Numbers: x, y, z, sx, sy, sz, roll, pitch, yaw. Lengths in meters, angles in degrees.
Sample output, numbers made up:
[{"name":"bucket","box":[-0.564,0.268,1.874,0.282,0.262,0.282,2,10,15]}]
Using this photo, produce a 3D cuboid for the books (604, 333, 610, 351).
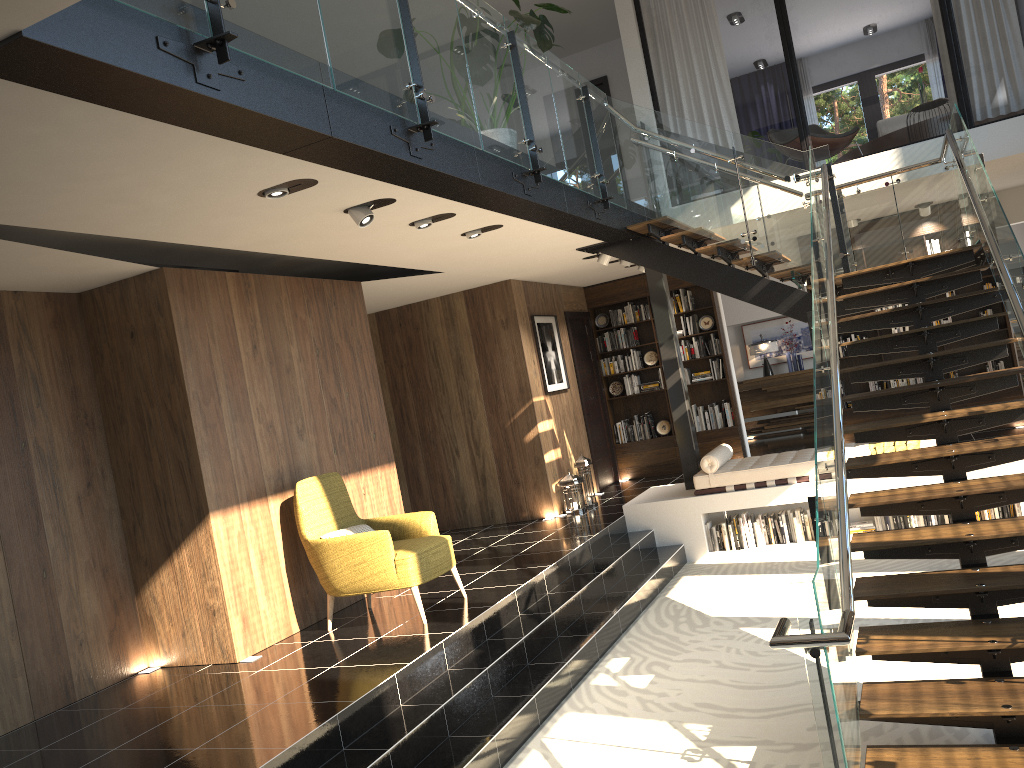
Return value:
[{"name":"books","box":[1.329,-0.574,12.116,0.035,0.255,0.183,-11,0,24]}]

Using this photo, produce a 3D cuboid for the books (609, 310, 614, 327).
[{"name":"books","box":[1.387,-0.893,12.093,0.017,0.234,0.199,-11,0,24]}]

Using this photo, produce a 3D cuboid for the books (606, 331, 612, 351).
[{"name":"books","box":[1.352,-0.584,12.102,0.022,0.267,0.197,-11,0,24]}]

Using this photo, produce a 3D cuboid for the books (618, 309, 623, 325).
[{"name":"books","box":[1.483,-0.903,12.045,0.059,0.216,0.159,-11,0,24]}]

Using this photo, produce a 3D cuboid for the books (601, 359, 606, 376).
[{"name":"books","box":[1.278,-0.227,12.199,0.030,0.224,0.165,-11,0,24]}]

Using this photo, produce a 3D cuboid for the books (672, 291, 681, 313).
[{"name":"books","box":[2.178,-1.082,11.703,0.015,0.303,0.251,-11,0,24]}]

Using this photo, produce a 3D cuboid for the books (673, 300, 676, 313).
[{"name":"books","box":[2.186,-1.025,11.751,0.029,0.190,0.177,-11,0,24]}]

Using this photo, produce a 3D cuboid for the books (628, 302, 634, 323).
[{"name":"books","box":[1.620,-0.961,11.941,0.012,0.278,0.227,-11,0,24]}]

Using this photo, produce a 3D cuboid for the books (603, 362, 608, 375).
[{"name":"books","box":[1.312,-0.218,12.178,0.045,0.192,0.164,-11,0,24]}]

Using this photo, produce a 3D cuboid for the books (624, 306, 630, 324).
[{"name":"books","box":[1.583,-0.930,11.974,0.039,0.230,0.205,-11,0,24]}]

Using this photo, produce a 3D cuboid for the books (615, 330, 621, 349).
[{"name":"books","box":[1.458,-0.603,12.047,0.019,0.264,0.174,-11,0,24]}]

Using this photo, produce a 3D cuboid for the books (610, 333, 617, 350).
[{"name":"books","box":[1.400,-0.582,12.065,0.039,0.243,0.179,-11,0,24]}]

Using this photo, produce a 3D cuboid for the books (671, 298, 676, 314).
[{"name":"books","box":[2.152,-1.035,11.767,0.042,0.223,0.163,-11,0,24]}]

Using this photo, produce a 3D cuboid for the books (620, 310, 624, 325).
[{"name":"books","box":[1.519,-0.908,12.036,0.014,0.212,0.184,-11,0,24]}]

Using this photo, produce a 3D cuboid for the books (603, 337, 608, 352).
[{"name":"books","box":[1.308,-0.544,12.130,0.025,0.204,0.191,-11,0,24]}]

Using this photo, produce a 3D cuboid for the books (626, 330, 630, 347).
[{"name":"books","box":[1.595,-0.617,12.021,0.028,0.240,0.148,-11,0,24]}]

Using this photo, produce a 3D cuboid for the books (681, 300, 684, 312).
[{"name":"books","box":[2.275,-1.046,11.697,0.021,0.197,0.200,-11,0,24]}]

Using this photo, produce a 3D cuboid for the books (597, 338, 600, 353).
[{"name":"books","box":[1.216,-0.531,12.198,0.023,0.215,0.147,-11,0,24]}]

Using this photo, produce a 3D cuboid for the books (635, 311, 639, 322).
[{"name":"books","box":[1.714,-0.913,11.966,0.040,0.149,0.125,-11,0,24]}]

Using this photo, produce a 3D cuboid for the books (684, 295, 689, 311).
[{"name":"books","box":[2.324,-1.066,11.701,0.037,0.218,0.144,-11,0,24]}]

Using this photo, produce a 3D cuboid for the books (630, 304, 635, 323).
[{"name":"books","box":[1.647,-0.950,11.957,0.020,0.245,0.228,-11,0,24]}]

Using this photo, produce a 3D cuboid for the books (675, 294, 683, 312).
[{"name":"books","box":[2.236,-1.064,11.725,0.064,0.247,0.209,-11,0,24]}]

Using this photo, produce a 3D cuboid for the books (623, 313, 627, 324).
[{"name":"books","box":[1.564,-0.888,12.005,0.035,0.156,0.186,-11,0,24]}]

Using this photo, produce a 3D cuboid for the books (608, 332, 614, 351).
[{"name":"books","box":[1.376,-0.586,12.096,0.027,0.260,0.180,-11,0,24]}]

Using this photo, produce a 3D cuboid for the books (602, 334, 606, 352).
[{"name":"books","box":[1.273,-0.562,12.172,0.066,0.255,0.127,-11,0,24]}]

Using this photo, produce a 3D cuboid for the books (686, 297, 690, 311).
[{"name":"books","box":[2.345,-1.054,11.664,0.027,0.186,0.219,-11,0,24]}]

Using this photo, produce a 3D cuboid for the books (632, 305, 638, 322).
[{"name":"books","box":[1.670,-0.949,11.958,0.020,0.235,0.206,-11,0,24]}]

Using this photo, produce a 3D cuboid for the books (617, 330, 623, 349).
[{"name":"books","box":[1.492,-0.605,12.060,0.032,0.255,0.159,-11,0,24]}]

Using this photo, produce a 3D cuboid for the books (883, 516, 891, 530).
[{"name":"books","box":[3.487,1.222,8.261,0.043,0.316,0.209,-11,0,24]}]

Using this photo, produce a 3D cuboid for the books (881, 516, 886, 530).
[{"name":"books","box":[3.476,1.270,8.301,0.027,0.226,0.165,-11,0,24]}]

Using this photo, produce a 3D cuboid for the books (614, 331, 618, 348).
[{"name":"books","box":[1.449,-0.597,12.072,0.018,0.256,0.172,-11,0,24]}]

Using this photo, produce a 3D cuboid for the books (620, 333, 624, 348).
[{"name":"books","box":[1.519,-0.593,12.046,0.024,0.220,0.123,-11,0,24]}]

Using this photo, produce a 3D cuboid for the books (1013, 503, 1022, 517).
[{"name":"books","box":[4.443,1.063,7.811,0.037,0.264,0.271,-11,0,24]}]

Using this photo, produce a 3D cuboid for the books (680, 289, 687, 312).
[{"name":"books","box":[2.267,-1.098,11.656,0.017,0.302,0.266,-11,0,24]}]

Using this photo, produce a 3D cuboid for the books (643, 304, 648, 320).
[{"name":"books","box":[1.808,-0.964,11.886,0.039,0.212,0.171,-11,0,24]}]

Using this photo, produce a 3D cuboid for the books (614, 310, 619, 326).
[{"name":"books","box":[1.442,-0.898,12.056,0.026,0.222,0.202,-11,0,24]}]

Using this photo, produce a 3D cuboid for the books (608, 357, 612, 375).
[{"name":"books","box":[1.363,-0.247,12.173,0.018,0.232,0.123,-11,0,24]}]

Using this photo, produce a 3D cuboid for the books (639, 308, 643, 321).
[{"name":"books","box":[1.752,-0.933,11.900,0.029,0.172,0.187,-11,0,24]}]

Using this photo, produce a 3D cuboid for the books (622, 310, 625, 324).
[{"name":"books","box":[1.544,-0.908,12.043,0.025,0.203,0.156,-11,0,24]}]

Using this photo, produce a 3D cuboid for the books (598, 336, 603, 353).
[{"name":"books","box":[1.227,-0.542,12.172,0.023,0.231,0.143,-11,0,24]}]

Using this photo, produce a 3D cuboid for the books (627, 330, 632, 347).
[{"name":"books","box":[1.610,-0.615,12.001,0.014,0.230,0.172,-11,0,24]}]

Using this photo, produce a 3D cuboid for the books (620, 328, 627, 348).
[{"name":"books","box":[1.533,-0.622,12.021,0.033,0.273,0.189,-11,0,24]}]

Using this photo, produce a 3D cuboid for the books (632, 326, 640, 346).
[{"name":"books","box":[1.677,-0.647,11.980,0.035,0.266,0.133,-11,0,24]}]

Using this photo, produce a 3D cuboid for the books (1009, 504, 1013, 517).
[{"name":"books","box":[4.419,1.056,7.862,0.043,0.287,0.147,-11,0,24]}]

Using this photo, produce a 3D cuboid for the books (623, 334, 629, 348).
[{"name":"books","box":[1.562,-0.585,11.999,0.025,0.188,0.181,-11,0,24]}]

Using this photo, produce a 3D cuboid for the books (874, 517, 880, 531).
[{"name":"books","box":[3.427,1.261,8.335,0.026,0.263,0.156,-11,0,24]}]

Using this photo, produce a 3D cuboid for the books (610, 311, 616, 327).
[{"name":"books","box":[1.392,-0.886,12.051,0.024,0.216,0.210,-11,0,24]}]

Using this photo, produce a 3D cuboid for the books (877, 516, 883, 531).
[{"name":"books","box":[3.439,1.253,8.298,0.030,0.273,0.168,-11,0,24]}]

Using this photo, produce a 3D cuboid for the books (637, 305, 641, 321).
[{"name":"books","box":[1.735,-0.952,11.942,0.030,0.217,0.165,-11,0,24]}]

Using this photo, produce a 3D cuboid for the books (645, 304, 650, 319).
[{"name":"books","box":[1.832,-0.964,11.860,0.023,0.202,0.201,-11,0,24]}]

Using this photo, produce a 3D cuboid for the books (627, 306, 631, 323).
[{"name":"books","box":[1.606,-0.939,11.950,0.025,0.239,0.219,-11,0,24]}]

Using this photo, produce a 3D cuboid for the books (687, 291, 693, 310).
[{"name":"books","box":[2.347,-1.093,11.636,0.013,0.262,0.217,-11,0,24]}]

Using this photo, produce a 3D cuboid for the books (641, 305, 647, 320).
[{"name":"books","box":[1.782,-0.959,11.906,0.027,0.212,0.180,-11,0,24]}]

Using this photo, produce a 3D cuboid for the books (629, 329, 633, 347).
[{"name":"books","box":[1.628,-0.625,11.998,0.024,0.242,0.144,-11,0,24]}]

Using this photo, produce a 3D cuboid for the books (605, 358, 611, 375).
[{"name":"books","box":[1.326,-0.242,12.138,0.022,0.235,0.194,-11,0,24]}]

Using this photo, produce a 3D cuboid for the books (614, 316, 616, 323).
[{"name":"books","box":[1.433,-0.875,12.084,0.020,0.180,0.153,-11,0,24]}]

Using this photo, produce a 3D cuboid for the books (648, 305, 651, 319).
[{"name":"books","box":[1.867,-0.966,11.881,0.024,0.194,0.182,-11,0,24]}]

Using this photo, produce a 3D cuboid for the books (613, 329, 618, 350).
[{"name":"books","box":[1.432,-0.610,12.081,0.015,0.287,0.154,-11,0,24]}]

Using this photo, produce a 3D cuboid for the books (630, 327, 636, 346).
[{"name":"books","box":[1.650,-0.639,11.992,0.026,0.263,0.147,-11,0,24]}]

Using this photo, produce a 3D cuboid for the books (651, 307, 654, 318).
[{"name":"books","box":[1.912,-0.984,11.886,0.023,0.213,0.194,-11,0,24]}]
